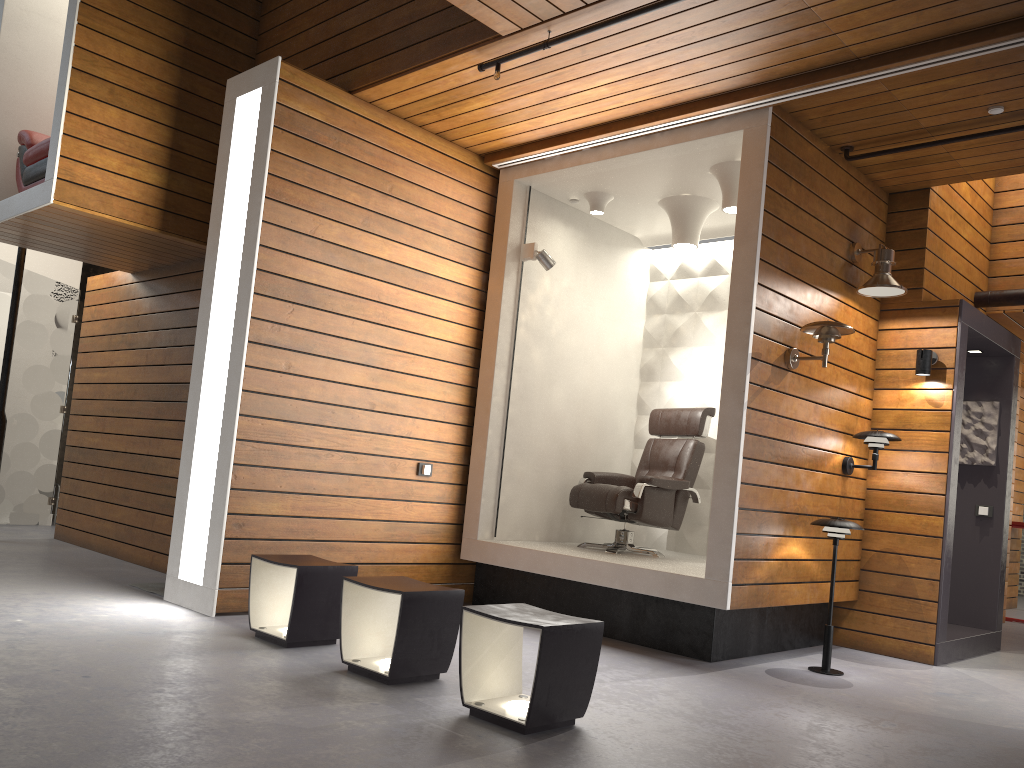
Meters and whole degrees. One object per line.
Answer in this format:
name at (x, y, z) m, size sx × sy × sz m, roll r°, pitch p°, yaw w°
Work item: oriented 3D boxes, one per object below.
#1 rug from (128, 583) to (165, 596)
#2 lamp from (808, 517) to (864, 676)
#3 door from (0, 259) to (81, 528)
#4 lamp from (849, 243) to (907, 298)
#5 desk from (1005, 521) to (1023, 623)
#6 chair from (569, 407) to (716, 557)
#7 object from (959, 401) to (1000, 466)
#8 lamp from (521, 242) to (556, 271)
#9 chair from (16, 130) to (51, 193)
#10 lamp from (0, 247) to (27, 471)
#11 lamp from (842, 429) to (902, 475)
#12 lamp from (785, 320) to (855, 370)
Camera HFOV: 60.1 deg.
rug at (-1.666, 1.358, 5.902) m, size 0.540 × 0.014 × 1.584 m, roll 0°, pitch -9°, yaw 43°
lamp at (1.784, 1.171, 4.942) m, size 0.287 × 0.860 × 0.289 m, roll 4°, pitch -4°, yaw 29°
door at (-4.416, 0.143, 7.990) m, size 0.146 × 2.297 × 1.291 m, roll 5°, pitch -4°, yaw 6°
lamp at (2.278, -0.729, 5.496) m, size 0.345 × 0.330 × 0.296 m, roll 1°, pitch -7°, yaw 45°
desk at (5.605, 1.966, 9.181) m, size 0.843 × 0.982 × 1.724 m, roll 1°, pitch -7°, yaw 43°
chair at (0.907, 0.655, 6.269) m, size 0.827 × 1.068 × 0.755 m, roll 8°, pitch -5°, yaw -31°
object at (3.445, 0.368, 6.673) m, size 0.380 × 0.476 × 0.049 m, roll 1°, pitch -5°, yaw 43°
lamp at (0.180, -0.867, 6.026) m, size 0.248 × 0.188 × 0.130 m, roll 5°, pitch -4°, yaw 12°
chair at (-2.765, -1.583, 6.161) m, size 1.199 × 0.934 × 0.957 m, roll 1°, pitch -7°, yaw 43°
lamp at (-4.016, -0.155, 7.039) m, size 0.630 × 2.938 × 0.631 m, roll 6°, pitch -4°, yaw -6°
lamp at (2.254, 0.431, 5.536) m, size 0.326 × 0.296 × 0.289 m, roll 1°, pitch -7°, yaw 43°
lamp at (1.712, -0.217, 4.913) m, size 0.351 × 0.270 × 0.289 m, roll 1°, pitch -7°, yaw 43°
